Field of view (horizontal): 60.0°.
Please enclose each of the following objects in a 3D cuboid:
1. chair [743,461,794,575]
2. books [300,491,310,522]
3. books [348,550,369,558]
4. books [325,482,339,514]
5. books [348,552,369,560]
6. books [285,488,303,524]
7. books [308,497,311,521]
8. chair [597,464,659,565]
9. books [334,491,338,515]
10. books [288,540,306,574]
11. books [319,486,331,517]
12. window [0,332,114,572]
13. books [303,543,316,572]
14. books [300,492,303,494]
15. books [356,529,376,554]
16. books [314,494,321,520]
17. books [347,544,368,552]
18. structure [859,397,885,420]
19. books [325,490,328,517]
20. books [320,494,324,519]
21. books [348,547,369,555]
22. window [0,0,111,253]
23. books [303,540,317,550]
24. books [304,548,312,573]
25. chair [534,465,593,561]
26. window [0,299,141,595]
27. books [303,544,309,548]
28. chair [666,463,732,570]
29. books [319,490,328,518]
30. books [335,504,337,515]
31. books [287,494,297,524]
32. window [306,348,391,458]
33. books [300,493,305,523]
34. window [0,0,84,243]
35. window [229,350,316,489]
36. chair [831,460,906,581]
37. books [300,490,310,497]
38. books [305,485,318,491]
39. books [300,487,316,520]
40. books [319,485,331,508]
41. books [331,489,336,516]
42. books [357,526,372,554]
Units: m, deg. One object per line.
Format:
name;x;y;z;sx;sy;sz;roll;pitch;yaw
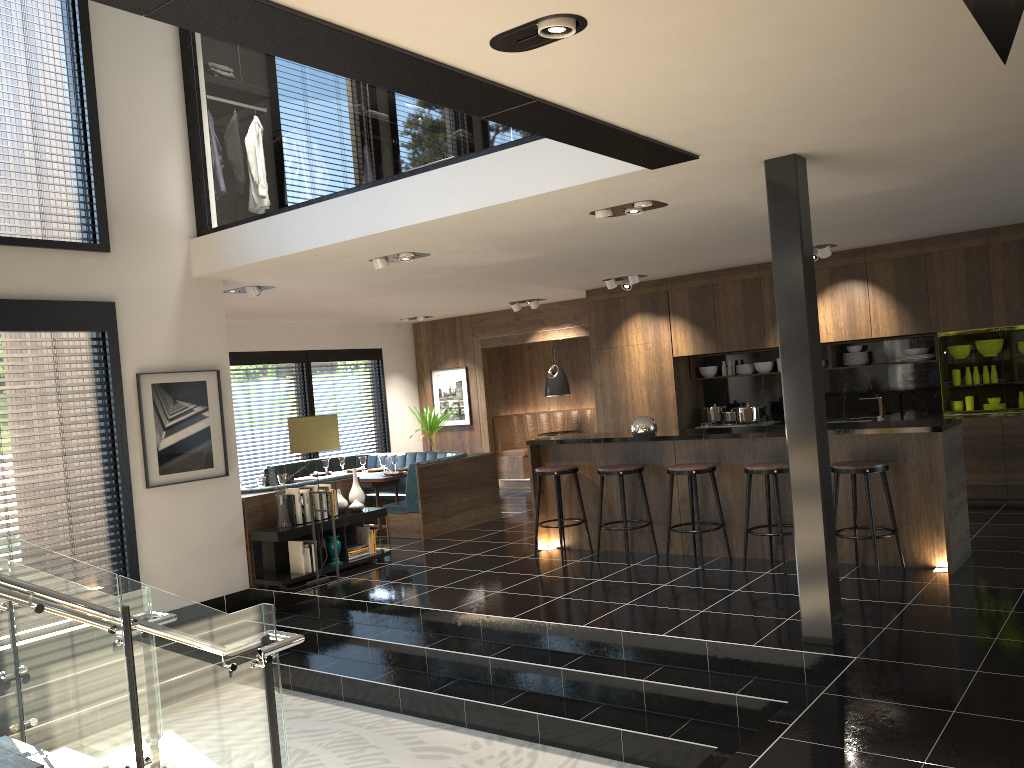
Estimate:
chair;2.012;1.014;6.802;0.412;0.799;0.413;-5;1;-44
books;-1.889;1.101;7.971;0.160;0.276;0.030;-4;1;37
books;-1.501;1.599;8.364;0.156;0.025;0.275;-5;0;33
books;-1.681;1.068;8.299;0.131;0.307;0.022;-4;1;37
books;-1.501;1.624;8.365;0.156;0.025;0.274;-5;0;34
books;-1.941;1.087;7.900;0.160;0.312;0.035;-4;1;37
books;-1.880;1.131;8.001;0.170;0.214;0.025;-4;1;37
chair;0.960;1.103;7.595;0.412;0.799;0.413;-5;1;-44
books;-1.684;1.108;8.274;0.129;0.227;0.026;-4;1;37
books;-1.900;1.528;7.840;0.176;0.284;0.030;-4;1;37
books;-1.739;1.086;8.182;0.155;0.280;0.028;-4;1;37
window;-3.573;0.647;6.481;0.005;2.297;1.220;-4;1;37
books;-1.824;1.542;7.892;0.194;0.244;0.036;-4;1;37
books;-1.926;1.105;7.965;0.150;0.274;0.025;-4;1;37
books;-1.403;1.513;8.526;0.231;0.232;0.037;-5;1;37
books;-1.817;1.105;8.062;0.202;0.255;0.025;-4;1;37
books;-1.507;1.550;8.364;0.156;0.025;0.274;-5;0;40
structure;3.896;0.272;9.638;0.243;0.231;0.173;-5;1;37
books;-1.760;1.103;8.163;0.142;0.250;0.029;-4;1;37
books;-1.788;1.107;8.110;0.149;0.246;0.023;-4;1;37
books;-1.501;1.574;8.361;0.167;0.024;0.261;-5;0;34
window;-3.761;-2.203;6.394;0.358;2.476;1.392;-4;1;37
books;-1.819;1.533;7.952;0.159;0.261;0.067;-4;1;37
books;-1.853;1.557;7.840;0.196;0.218;0.023;-5;1;37
chair;0.434;1.148;7.992;0.412;0.799;0.413;-5;1;-44
window;-3.521;0.642;6.432;0.358;2.476;1.392;-4;1;37
books;-1.864;1.545;7.881;0.167;0.245;0.030;-4;1;37
chair;1.486;1.059;7.198;0.412;0.799;0.413;-5;1;-44
books;-1.777;1.102;8.137;0.194;0.255;0.034;-4;1;37
books;-1.700;1.112;8.254;0.145;0.221;0.026;-4;1;37
books;-1.984;1.115;7.897;0.156;0.263;0.026;-4;1;37
window;-2.500;0.635;13.330;0.312;2.373;1.504;-4;1;37
books;-1.928;1.111;7.932;0.173;0.262;0.030;-4;1;37
window;-3.813;-2.198;6.443;0.005;2.297;1.220;-4;1;37
window;-3.399;0.711;12.129;0.312;2.373;1.504;-4;1;37
chair;2.538;0.970;6.405;0.412;0.799;0.413;-5;1;-44
books;-1.874;1.097;8.029;0.141;0.280;0.031;-4;1;37
books;-1.817;1.080;8.095;0.155;0.306;0.032;-4;1;37
books;-1.855;1.087;8.053;0.169;0.298;0.032;-4;1;37
books;-1.729;1.078;8.207;0.177;0.294;0.025;-4;1;37
books;-1.701;1.098;8.220;0.162;0.250;0.028;-4;1;37
books;-1.415;1.498;8.495;0.156;0.263;0.026;-4;1;37
